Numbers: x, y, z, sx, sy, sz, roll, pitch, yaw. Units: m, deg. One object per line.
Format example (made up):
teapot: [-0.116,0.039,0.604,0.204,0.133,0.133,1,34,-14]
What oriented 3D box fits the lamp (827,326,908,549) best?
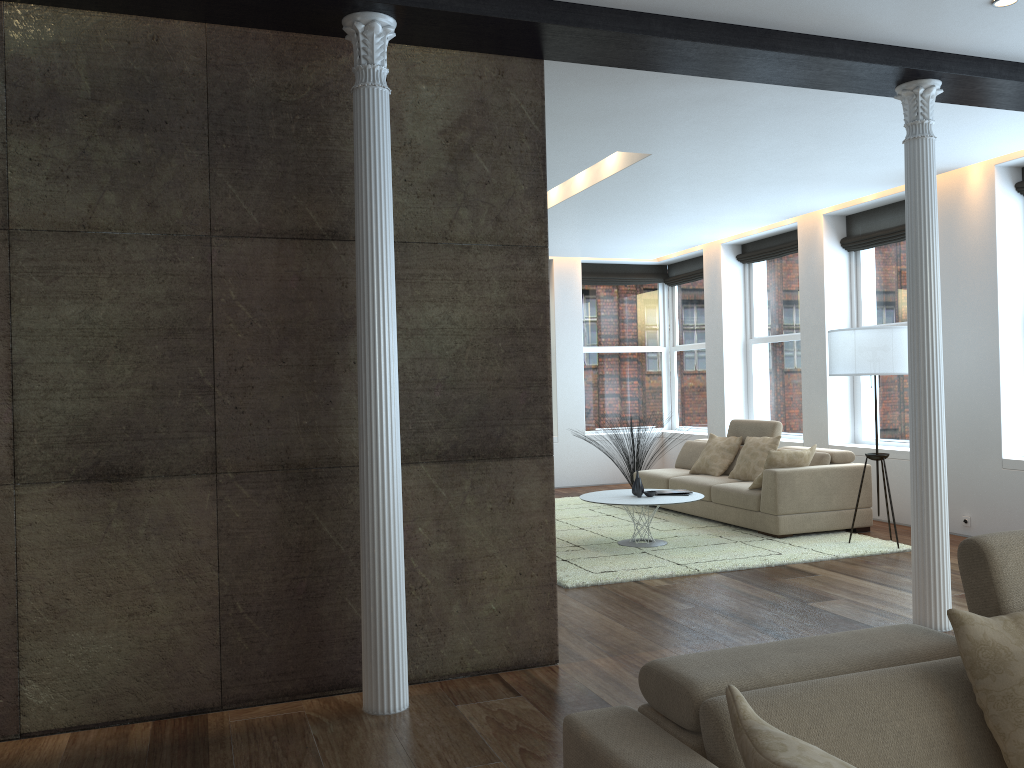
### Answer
lamp: [2.905,0.426,7.063,0.698,1.728,0.698,-1,0,4]

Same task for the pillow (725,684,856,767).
pillow: [0.607,0.748,1.436,0.395,0.393,0.518,-1,0,-16]

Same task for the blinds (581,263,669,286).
blinds: [1.516,-1.510,12.217,1.442,0.312,0.155,-1,0,-20]

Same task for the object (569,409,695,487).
object: [1.423,0.817,10.386,1.119,1.014,1.125,-1,0,-33]

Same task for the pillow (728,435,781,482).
pillow: [2.326,0.708,8.516,0.301,0.439,0.534,-1,0,-23]

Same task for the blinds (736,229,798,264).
blinds: [3.026,-1.574,10.096,0.156,0.275,1.442,-1,0,-20]

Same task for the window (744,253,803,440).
window: [3.110,-0.502,10.115,0.123,2.400,1.444,-1,0,-20]

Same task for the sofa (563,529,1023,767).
sofa: [1.489,0.835,1.988,2.581,0.950,1.021,-1,0,-20]

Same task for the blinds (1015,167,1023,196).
blinds: [4.322,-1.619,6.461,0.156,0.275,1.396,-1,0,-20]

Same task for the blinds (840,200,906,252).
blinds: [3.629,-1.536,8.408,0.156,0.393,1.342,-1,0,-20]

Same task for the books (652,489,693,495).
books: [1.341,0.907,7.445,0.300,0.010,0.220,-1,0,-5]

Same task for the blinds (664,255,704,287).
blinds: [2.416,-1.527,11.806,0.156,0.327,1.377,-1,0,-20]

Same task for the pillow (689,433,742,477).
pillow: [2.104,0.726,9.100,0.368,0.416,0.519,-1,0,-24]

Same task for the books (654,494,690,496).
books: [1.334,0.917,7.421,0.300,0.010,0.220,-1,0,15]

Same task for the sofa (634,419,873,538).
sofa: [2.232,0.841,8.751,1.018,0.950,2.581,-1,0,-20]

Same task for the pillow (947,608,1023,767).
pillow: [1.242,0.712,1.916,0.534,0.439,0.301,-1,0,-16]

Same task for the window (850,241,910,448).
window: [3.713,-0.522,8.425,0.123,2.400,1.345,-1,0,-20]

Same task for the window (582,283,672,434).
window: [1.527,-0.455,12.299,1.474,2.400,0.123,-1,0,-20]

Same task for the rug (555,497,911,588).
rug: [1.046,1.334,8.342,2.972,0.020,4.231,-1,0,-20]

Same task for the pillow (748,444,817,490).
pillow: [2.358,0.727,7.719,0.518,0.393,0.395,-1,0,-23]

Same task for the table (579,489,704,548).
table: [1.075,1.124,7.341,1.022,0.393,1.022,-2,0,25]

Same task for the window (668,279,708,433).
window: [6.250,0.062,19.691,34.761,17.917,13.698,-1,0,-20]
